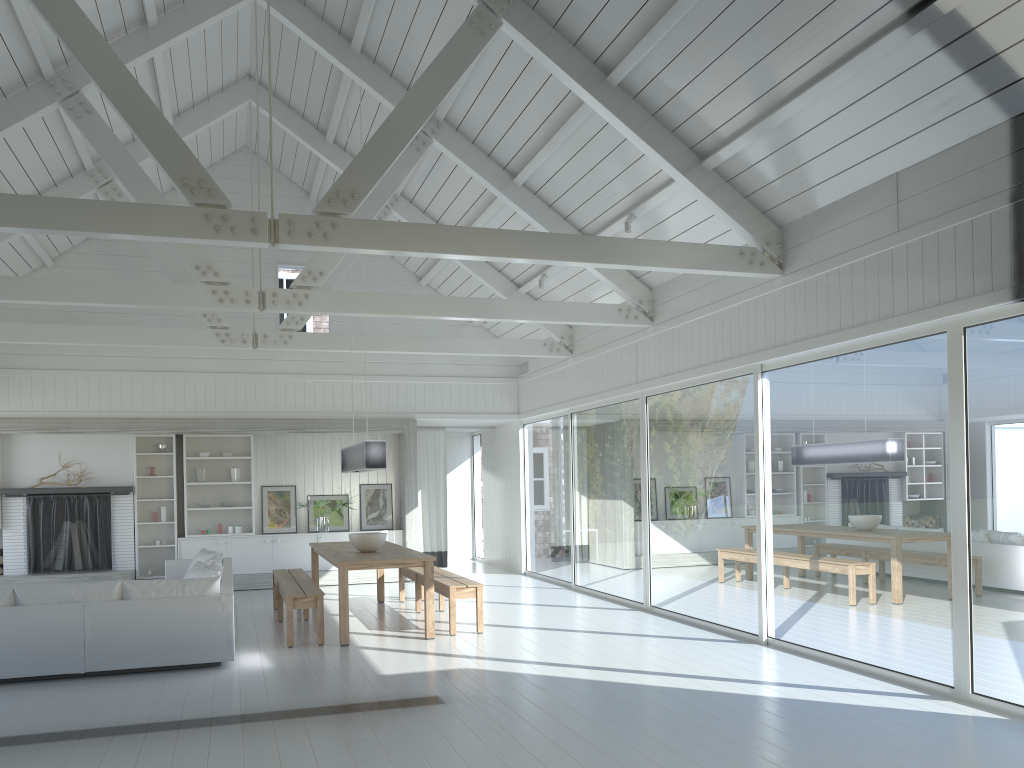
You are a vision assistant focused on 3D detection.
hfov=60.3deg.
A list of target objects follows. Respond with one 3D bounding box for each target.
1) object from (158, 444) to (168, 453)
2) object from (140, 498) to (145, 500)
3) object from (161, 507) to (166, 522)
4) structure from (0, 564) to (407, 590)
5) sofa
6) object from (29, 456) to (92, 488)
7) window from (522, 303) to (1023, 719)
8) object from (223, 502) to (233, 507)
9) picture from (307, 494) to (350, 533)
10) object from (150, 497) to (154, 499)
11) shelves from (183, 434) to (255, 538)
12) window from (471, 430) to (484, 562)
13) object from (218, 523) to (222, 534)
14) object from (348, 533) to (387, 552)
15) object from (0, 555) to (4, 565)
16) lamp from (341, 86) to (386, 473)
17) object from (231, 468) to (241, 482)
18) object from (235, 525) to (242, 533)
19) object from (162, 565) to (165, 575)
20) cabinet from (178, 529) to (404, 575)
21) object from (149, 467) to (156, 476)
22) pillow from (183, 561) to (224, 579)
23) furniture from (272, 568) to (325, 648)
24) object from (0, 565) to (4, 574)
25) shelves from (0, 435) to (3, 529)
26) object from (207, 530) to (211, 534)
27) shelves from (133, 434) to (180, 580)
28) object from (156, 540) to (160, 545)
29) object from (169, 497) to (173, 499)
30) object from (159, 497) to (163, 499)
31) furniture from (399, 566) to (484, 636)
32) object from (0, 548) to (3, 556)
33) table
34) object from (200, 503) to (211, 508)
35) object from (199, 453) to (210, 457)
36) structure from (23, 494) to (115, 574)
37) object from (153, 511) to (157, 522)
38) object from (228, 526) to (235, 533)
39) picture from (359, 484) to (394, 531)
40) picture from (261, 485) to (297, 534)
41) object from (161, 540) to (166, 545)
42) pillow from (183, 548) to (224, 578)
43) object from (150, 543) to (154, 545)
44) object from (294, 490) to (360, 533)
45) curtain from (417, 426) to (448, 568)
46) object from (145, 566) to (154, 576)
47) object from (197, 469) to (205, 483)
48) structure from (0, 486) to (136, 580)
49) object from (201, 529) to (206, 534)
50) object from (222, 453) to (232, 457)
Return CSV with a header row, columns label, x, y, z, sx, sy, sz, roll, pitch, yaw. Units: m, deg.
label,x,y,z,sx,sy,sz,roll,pitch,yaw
object,-4.900,0.910,12.362,0.161,0.124,0.162,-2,-4,15
object,-5.130,1.591,12.238,0.054,0.025,0.054,1,-6,-18
object,-4.896,1.829,12.383,0.072,0.211,0.071,-1,-1,-18
structure,-4.815,2.793,12.840,6.348,0.346,1.890,1,-7,-18
sofa,-4.502,2.104,8.479,3.476,0.736,4.152,1,-7,-18
object,-5.968,1.150,11.796,0.458,0.502,0.784,-4,-5,42
window,1.830,1.165,8.652,0.080,2.414,10.976,-1,-6,-18
object,-4.112,1.747,12.780,0.141,0.066,0.142,1,-6,-18
picture,-2.744,1.935,13.187,0.609,0.553,0.053,0,-1,-18
object,-5.033,1.599,12.326,0.054,0.025,0.054,1,-6,-18
shelves,-4.226,1.465,12.746,0.938,1.442,0.606,0,-1,-18
window,-0.594,2.080,16.318,0.037,2.426,0.947,-1,-1,-18
object,-4.175,2.043,12.614,0.054,0.196,0.054,-1,-1,-19
object,-1.472,1.623,9.013,0.389,0.185,0.391,2,-6,-27
object,-6.843,2.359,11.856,0.109,0.109,0.496,0,-6,-19
lamp,-1.639,-1.189,9.375,0.200,4.239,1.910,-1,-1,-18
object,-3.973,1.310,12.680,0.103,0.196,0.103,-2,-2,27
object,-3.927,2.086,12.662,0.085,0.111,0.085,-2,-3,17
object,-4.857,2.616,12.387,0.137,0.130,0.137,-3,-4,25
cabinet,-3.222,2.478,13.033,3.181,0.550,0.656,1,-4,-18
object,-5.034,1.228,12.344,0.137,0.130,0.137,-3,-4,25
pillow,-2.934,1.925,8.203,0.466,0.477,1.323,0,-6,-26
furniture,-2.258,2.281,9.194,0.340,0.470,2.692,0,-6,-18
object,-6.861,2.493,11.850,0.110,0.111,0.496,0,-6,-19
shelves,-7.202,1.298,11.659,0.865,1.238,0.550,0,-1,-18
object,-4.326,2.109,12.576,0.058,0.061,0.057,2,-4,-40
shelves,-5.023,1.729,12.488,0.540,1.999,0.606,-1,-1,-18
object,-4.964,2.219,12.362,0.054,0.071,0.054,0,-3,-19
object,-4.841,1.614,12.502,0.054,0.025,0.054,1,-6,-18
object,-4.937,1.606,12.414,0.054,0.025,0.054,1,-6,-18
furniture,-0.831,2.304,9.651,0.340,0.470,2.692,0,-6,-18
object,-6.906,2.278,11.838,0.110,0.111,0.496,0,-6,-19
table,-1.573,2.147,9.421,0.906,0.761,2.961,0,-6,-18
object,-4.363,1.727,12.550,0.141,0.066,0.142,1,-6,-18
object,-4.378,1.013,12.553,0.141,0.066,0.142,1,-6,-18
structure,-5.932,2.005,11.804,1.097,1.062,0.116,0,-1,-18
object,-4.998,1.835,12.353,0.054,0.196,0.054,-1,-1,-19
object,-4.037,2.100,12.698,0.091,0.095,0.090,-2,-3,16
picture,-2.059,1.869,13.396,0.494,0.703,0.065,0,0,-18
picture,-3.421,1.847,12.959,0.494,0.703,0.065,0,0,-18
object,-4.893,2.225,12.383,0.058,0.061,0.057,0,-3,-18
pillow,-3.405,2.116,9.799,0.462,0.476,2.065,0,-6,-25
object,-5.037,2.241,12.339,0.054,0.025,0.054,1,-6,-18
object,-2.695,1.860,12.891,0.971,0.629,0.624,1,-4,-20
curtain,-1.555,1.886,14.643,1.006,2.369,0.116,-1,0,-17
object,-5.065,2.613,12.321,0.137,0.130,0.137,-3,-4,25
object,-4.420,1.303,12.536,0.102,0.196,0.103,-1,-2,-18
structure,-6.041,2.068,12.142,1.616,1.285,0.861,0,-2,-18
object,-4.385,2.099,12.530,0.054,0.071,0.054,1,-3,-39
object,-4.127,1.034,12.782,0.141,0.066,0.142,1,-6,-18
